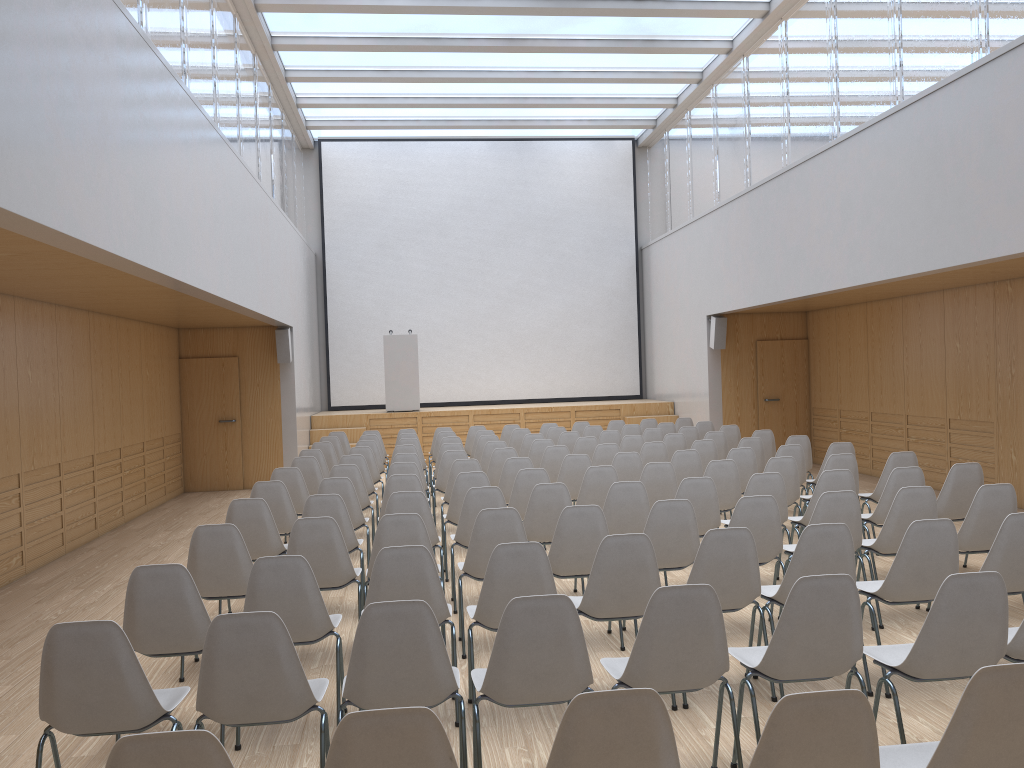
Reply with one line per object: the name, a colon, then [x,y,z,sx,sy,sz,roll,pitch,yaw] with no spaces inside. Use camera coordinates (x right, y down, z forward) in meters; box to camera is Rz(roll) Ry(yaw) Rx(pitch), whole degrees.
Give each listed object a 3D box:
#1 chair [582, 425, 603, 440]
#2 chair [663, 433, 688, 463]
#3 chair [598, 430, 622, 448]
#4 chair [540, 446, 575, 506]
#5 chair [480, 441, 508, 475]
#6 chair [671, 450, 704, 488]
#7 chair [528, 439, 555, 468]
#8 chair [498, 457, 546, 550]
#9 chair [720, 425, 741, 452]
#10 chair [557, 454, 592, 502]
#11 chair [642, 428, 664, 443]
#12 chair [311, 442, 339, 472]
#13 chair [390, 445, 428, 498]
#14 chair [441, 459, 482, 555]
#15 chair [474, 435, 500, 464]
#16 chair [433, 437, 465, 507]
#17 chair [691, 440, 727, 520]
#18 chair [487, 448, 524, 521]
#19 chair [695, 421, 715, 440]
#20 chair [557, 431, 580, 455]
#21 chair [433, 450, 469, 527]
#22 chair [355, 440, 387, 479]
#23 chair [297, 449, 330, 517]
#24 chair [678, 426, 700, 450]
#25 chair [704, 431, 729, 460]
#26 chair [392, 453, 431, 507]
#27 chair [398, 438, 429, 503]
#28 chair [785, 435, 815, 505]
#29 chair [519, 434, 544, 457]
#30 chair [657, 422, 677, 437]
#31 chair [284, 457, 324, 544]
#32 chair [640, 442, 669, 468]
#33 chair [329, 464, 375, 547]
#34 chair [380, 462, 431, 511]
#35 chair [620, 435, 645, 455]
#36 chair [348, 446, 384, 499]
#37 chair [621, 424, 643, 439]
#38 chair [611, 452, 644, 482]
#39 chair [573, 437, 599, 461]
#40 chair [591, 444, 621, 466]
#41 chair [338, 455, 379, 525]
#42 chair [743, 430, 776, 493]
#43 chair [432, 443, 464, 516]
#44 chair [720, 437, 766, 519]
chair: [1.121,1.012,12.573,0.479,0.876,0.505,-2,1,-7]
chair: [1.889,1.014,10.629,0.479,0.876,0.505,-2,1,-7]
chair: [1.237,1.023,11.540,0.479,0.876,0.505,-2,1,-7]
chair: [0.452,1.079,9.496,0.479,0.876,0.505,-2,1,-7]
chair: [-0.198,1.088,10.390,0.479,0.876,0.505,-2,1,-7]
chair: [1.620,1.052,8.564,0.479,0.876,0.505,-2,1,-7]
chair: [0.340,1.069,10.430,0.479,0.876,0.505,-2,1,-7]
chair: [0.043,1.108,8.384,0.479,0.876,0.505,-2,1,-7]
chair: [2.812,0.967,11.760,0.479,0.876,0.505,-2,1,-7]
chair: [0.589,1.088,8.505,0.479,0.876,0.505,-2,1,-7]
chair: [1.804,1.002,11.645,0.479,0.876,0.505,-2,1,-7]
chair: [-2.355,1.150,11.188,0.479,0.876,0.505,-2,1,-7]
chair: [-1.224,1.124,10.292,0.479,0.876,0.505,-2,1,-7]
chair: [-0.438,1.124,8.398,0.479,0.876,0.505,-2,1,-7]
chair: [-0.306,1.077,11.404,0.479,0.876,0.505,-2,1,-7]
chair: [-0.775,1.094,11.330,0.479,0.876,0.505,-2,1,-7]
chair: [2.014,1.024,9.615,0.479,0.876,0.505,-2,1,-7]
chair: [-0.092,1.098,9.444,0.479,0.876,0.505,-2,1,-7]
chair: [2.695,0.957,12.713,0.479,0.876,0.505,-2,1,-7]
chair: [0.723,1.040,11.540,0.479,0.876,0.505,-2,1,-7]
chair: [-0.602,1.116,9.357,0.479,0.876,0.505,-2,1,-7]
chair: [-1.812,1.131,11.191,0.479,0.876,0.505,-2,1,-7]
chair: [-2.257,1.161,10.133,0.479,0.876,0.505,-2,1,-7]
chair: [2.270,0.985,11.727,0.479,0.876,0.505,-2,1,-7]
chair: [2.390,0.995,10.734,0.479,0.876,0.505,-2,1,-7]
chair: [-1.087,1.135,9.219,0.479,0.876,0.505,-2,1,-7]
chair: [-1.306,1.112,11.318,0.479,0.876,0.505,-2,1,-7]
chair: [3.061,0.986,9.776,0.479,0.876,0.505,-2,1,-7]
chair: [0.260,1.058,11.386,0.479,0.876,0.505,-2,1,-7]
chair: [2.154,0.975,12.710,0.479,0.876,0.505,-2,1,-7]
chair: [-2.110,1.169,9.213,0.479,0.876,0.505,-2,1,-7]
chair: [1.481,1.043,9.575,0.479,0.876,0.505,-2,1,-7]
chair: [-1.525,1.163,8.263,0.479,0.876,0.505,-2,1,-7]
chair: [-0.999,1.145,8.305,0.479,0.876,0.505,-2,1,-7]
chair: [1.397,1.031,10.592,0.479,0.876,0.505,-2,1,-7]
chair: [-1.722,1.141,10.254,0.479,0.876,0.505,-2,1,-7]
chair: [1.654,0.994,12.594,0.479,0.876,0.505,-2,1,-7]
chair: [1.064,1.072,8.541,0.479,0.876,0.505,-2,1,-7]
chair: [0.858,1.050,10.559,0.479,0.876,0.505,-2,1,-7]
chair: [0.986,1.060,9.539,0.479,0.876,0.505,-2,1,-7]
chair: [-1.633,1.153,9.239,0.479,0.876,0.505,-2,1,-7]
chair: [2.952,0.976,10.729,0.479,0.876,0.505,-2,1,-7]
chair: [-0.698,1.106,10.312,0.479,0.876,0.505,-2,1,-7]
chair: [2.543,1.005,9.735,0.479,0.876,0.505,-2,1,-7]
